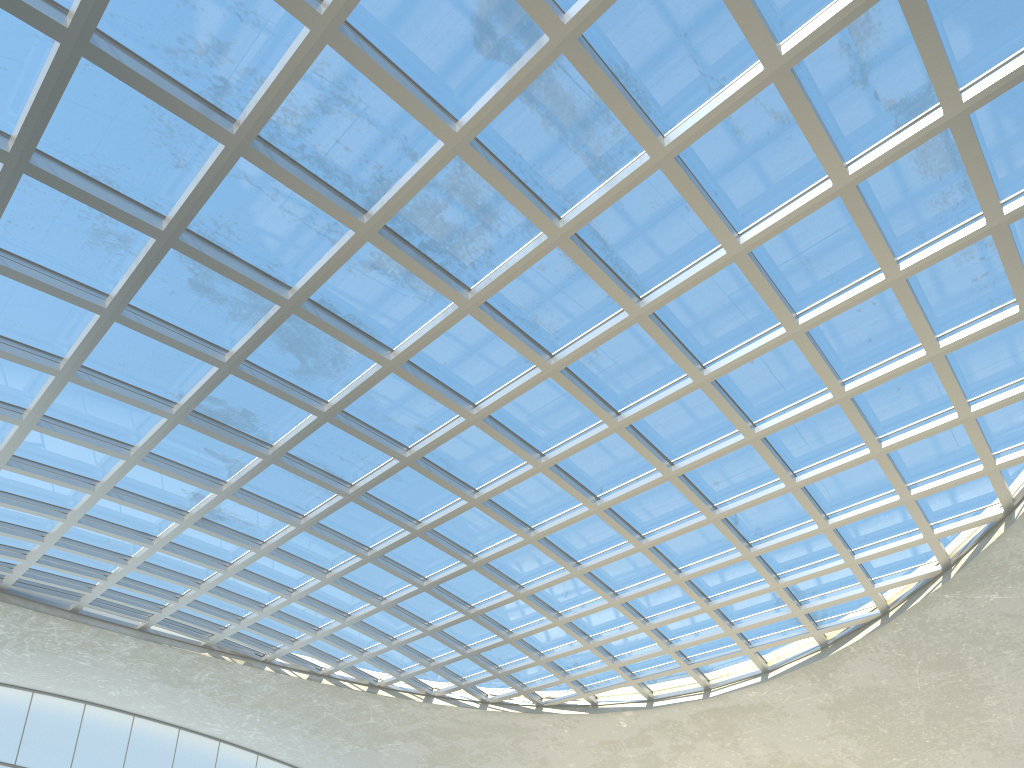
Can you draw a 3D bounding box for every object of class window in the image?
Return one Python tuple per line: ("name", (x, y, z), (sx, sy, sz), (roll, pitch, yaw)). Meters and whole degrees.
("window", (-8.596, 6.701, 45.196), (84.026, 9.543, 86.944), (-27, -47, 34))
